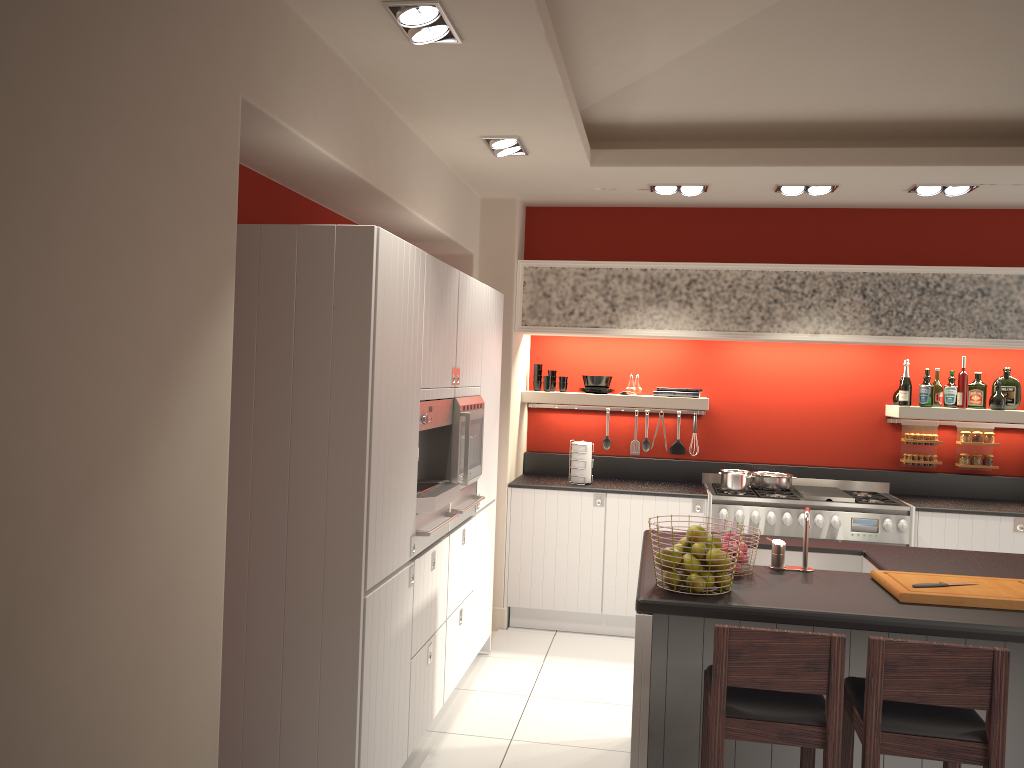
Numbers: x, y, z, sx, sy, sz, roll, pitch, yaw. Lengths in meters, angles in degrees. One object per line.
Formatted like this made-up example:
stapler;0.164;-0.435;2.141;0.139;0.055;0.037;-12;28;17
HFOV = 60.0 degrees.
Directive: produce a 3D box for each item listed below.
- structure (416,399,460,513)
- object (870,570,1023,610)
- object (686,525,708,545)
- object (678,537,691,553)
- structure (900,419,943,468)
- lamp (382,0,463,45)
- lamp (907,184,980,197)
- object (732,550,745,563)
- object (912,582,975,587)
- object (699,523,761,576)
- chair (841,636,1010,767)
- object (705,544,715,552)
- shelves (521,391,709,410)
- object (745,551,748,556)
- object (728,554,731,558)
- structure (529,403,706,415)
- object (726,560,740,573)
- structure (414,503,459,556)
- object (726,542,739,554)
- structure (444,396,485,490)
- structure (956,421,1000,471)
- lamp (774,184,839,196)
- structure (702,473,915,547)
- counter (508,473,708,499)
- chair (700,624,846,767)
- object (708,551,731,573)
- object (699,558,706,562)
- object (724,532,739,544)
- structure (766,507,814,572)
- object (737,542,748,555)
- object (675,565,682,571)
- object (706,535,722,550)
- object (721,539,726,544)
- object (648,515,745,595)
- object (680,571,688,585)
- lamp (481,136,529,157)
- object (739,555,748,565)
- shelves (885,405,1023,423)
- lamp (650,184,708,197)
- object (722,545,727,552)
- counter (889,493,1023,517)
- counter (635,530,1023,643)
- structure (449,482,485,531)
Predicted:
structure;-0.504;0.303;4.052;0.453;0.470;0.623;2;1;10
object;1.648;0.748;3.219;0.570;0.033;0.372;2;1;8
object;0.668;0.548;3.206;0.078;0.080;0.078;2;0;10
object;0.645;0.598;3.254;0.078;0.076;0.071;2;0;-21
structure;2.956;0.435;6.405;0.256;0.347;0.130;2;0;10
lamp;-0.310;-1.289;3.134;0.199;0.103;0.361;2;1;10
lamp;2.624;-1.206;5.397;0.361;0.103;0.199;2;1;10
object;0.871;0.665;3.416;0.048;0.046;0.048;2;1;-31
object;1.569;0.724;3.210;0.302;0.010;0.035;2;1;-20
object;0.851;0.650;3.489;0.248;0.168;0.248;2;1;-3
chair;1.286;1.269;2.843;0.383;1.008;0.474;2;0;12
object;0.709;0.601;3.207;0.056;0.054;0.057;2;0;-19
shelves;0.768;0.120;6.682;1.379;0.083;0.376;2;1;10
object;0.910;0.672;3.531;0.055;0.056;0.055;2;0;19
object;0.825;0.667;3.415;0.041;0.041;0.040;2;1;-44
structure;0.800;0.193;6.839;1.355;0.034;0.054;2;1;10
object;0.851;0.704;3.442;0.062;0.057;0.061;2;0;9
structure;-0.362;0.637;4.027;0.129;0.177;0.617;2;1;10
object;0.846;0.630;3.409;0.048;0.046;0.048;2;1;-35
structure;-0.325;0.299;4.657;0.332;0.473;0.610;2;1;10
structure;3.328;0.449;6.343;0.256;0.347;0.130;2;0;10
lamp;1.834;-1.236;5.530;0.361;0.104;0.199;2;1;10
structure;1.988;1.232;6.127;1.322;1.085;0.778;2;0;10
counter;0.703;0.728;6.389;1.360;0.026;0.699;2;1;10
chair;0.831;1.252;2.919;0.383;1.008;0.474;2;0;10
object;0.741;0.636;3.172;0.082;0.082;0.082;2;1;-24
object;0.704;0.631;3.273;0.067;0.064;0.066;2;0;14
object;0.858;0.605;3.470;0.056;0.058;0.056;2;1;-35
structure;1.139;0.633;3.626;0.183;0.249;0.224;2;0;10
object;0.892;0.643;3.457;0.051;0.055;0.056;2;1;24
object;0.617;0.656;3.248;0.064;0.060;0.064;2;0;4
object;0.738;0.585;3.255;0.067;0.064;0.067;2;0;10
object;0.828;0.634;3.500;0.041;0.044;0.045;2;0;-21
object;0.653;0.611;3.182;0.341;0.232;0.341;3;1;42
object;0.629;0.699;3.200;0.055;0.054;0.053;2;0;13
lamp;-0.034;-1.287;4.778;0.199;0.084;0.361;2;1;10
object;0.901;0.686;3.473;0.046;0.043;0.046;2;1;-41
shelves;3.402;0.222;6.239;1.379;0.083;0.376;2;1;10
lamp;1.065;-1.264;5.659;0.361;0.109;0.199;2;1;10
object;0.836;0.641;3.448;0.041;0.039;0.041;2;1;26
counter;3.326;0.830;5.948;1.360;0.026;0.699;2;1;10
counter;1.545;0.783;3.523;2.054;0.050;1.415;2;1;10
structure;-0.257;0.634;4.649;0.129;0.177;0.617;2;1;10
